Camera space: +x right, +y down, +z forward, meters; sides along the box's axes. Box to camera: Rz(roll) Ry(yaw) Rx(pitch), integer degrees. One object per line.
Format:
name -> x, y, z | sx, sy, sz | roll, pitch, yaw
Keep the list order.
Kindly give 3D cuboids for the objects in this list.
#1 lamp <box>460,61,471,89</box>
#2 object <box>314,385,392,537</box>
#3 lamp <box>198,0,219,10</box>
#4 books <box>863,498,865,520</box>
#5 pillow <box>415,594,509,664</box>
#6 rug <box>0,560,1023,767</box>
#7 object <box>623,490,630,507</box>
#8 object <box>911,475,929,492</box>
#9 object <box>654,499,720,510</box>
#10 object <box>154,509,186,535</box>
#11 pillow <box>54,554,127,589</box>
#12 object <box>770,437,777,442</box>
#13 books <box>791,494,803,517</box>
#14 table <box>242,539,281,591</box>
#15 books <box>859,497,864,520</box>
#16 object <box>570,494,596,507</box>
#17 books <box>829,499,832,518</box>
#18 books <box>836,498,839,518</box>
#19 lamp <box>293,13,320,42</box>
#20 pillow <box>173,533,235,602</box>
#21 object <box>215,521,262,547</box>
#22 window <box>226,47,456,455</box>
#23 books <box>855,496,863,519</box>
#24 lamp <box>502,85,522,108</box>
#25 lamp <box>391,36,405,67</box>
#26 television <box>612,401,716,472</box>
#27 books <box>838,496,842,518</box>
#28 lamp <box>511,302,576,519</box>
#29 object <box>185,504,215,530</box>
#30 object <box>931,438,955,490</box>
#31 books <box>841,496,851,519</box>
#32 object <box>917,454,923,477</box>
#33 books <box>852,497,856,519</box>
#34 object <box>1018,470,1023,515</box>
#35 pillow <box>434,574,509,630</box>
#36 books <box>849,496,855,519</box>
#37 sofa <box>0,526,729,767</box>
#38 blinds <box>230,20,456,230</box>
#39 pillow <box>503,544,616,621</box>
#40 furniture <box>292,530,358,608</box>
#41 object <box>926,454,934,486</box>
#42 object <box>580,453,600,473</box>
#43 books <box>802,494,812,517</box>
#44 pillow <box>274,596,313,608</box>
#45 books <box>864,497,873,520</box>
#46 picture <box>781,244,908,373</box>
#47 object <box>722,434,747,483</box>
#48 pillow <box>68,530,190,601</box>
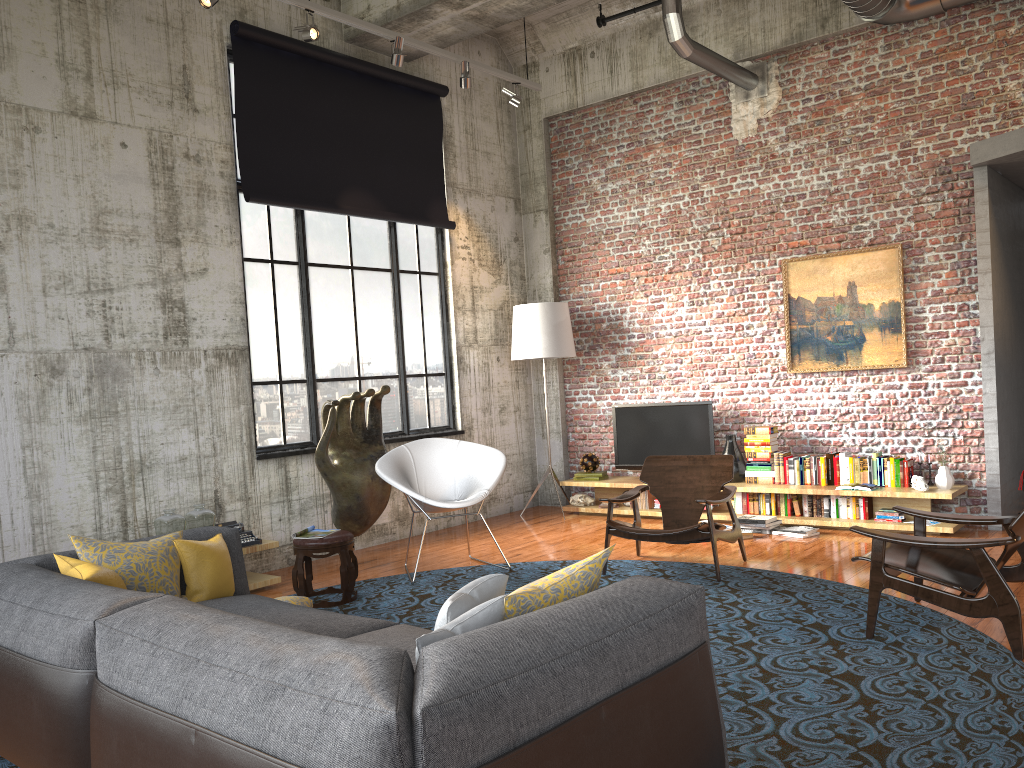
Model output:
lamp -> -0.414, -2.718, 7.849 | 0.102, 0.251, 0.165 | -4, 2, -6
object -> -1.354, 0.675, 7.493 | 0.727, 1.298, 0.456 | -5, 2, -39
lamp -> -2.027, -2.606, 5.916 | 0.102, 0.241, 0.182 | -2, 2, 34
books -> 3.067, 1.071, 7.669 | 0.019, 0.189, 0.120 | -2, 2, 39
pillow -> -0.150, 0.766, 2.467 | 0.168, 0.319, 0.434 | -2, 2, 39
rug -> 0.038, 1.450, 4.696 | 4.845, 0.009, 4.843 | -4, 0, -4
object -> 1.214, 1.191, 9.206 | 0.169, 0.172, 0.068 | -2, 2, 40
object -> 3.370, 0.822, 7.313 | 0.123, 0.123, 0.251 | -4, 1, -6
object -> 1.710, 1.158, 8.681 | 0.600, 0.174, 0.243 | -3, 1, 31
object -> -2.384, 1.057, 6.199 | 0.163, 0.362, 0.162 | -2, 2, 37
pillow -> -1.678, 0.868, 3.594 | 0.228, 0.372, 0.405 | -5, 2, -42
object -> 2.344, 0.524, 8.352 | 0.249, 0.031, 0.178 | -3, 0, 39
books -> 2.598, 1.069, 8.037 | 0.088, 0.256, 0.152 | -2, 2, 39
table -> -2.221, 1.402, 6.553 | 0.475, 0.359, 0.874 | -3, 1, 39
books -> 3.051, 1.076, 7.691 | 0.034, 0.181, 0.131 | -2, 2, 39
object -> 0.761, 1.235, 9.454 | 0.182, 0.133, 0.274 | -4, 1, -42
books -> 2.841, 1.095, 7.857 | 0.020, 0.168, 0.121 | -2, 2, 39
books -> 2.889, 1.092, 7.819 | 0.020, 0.168, 0.121 | -2, 2, 39
lamp -> -1.513, -2.640, 6.581 | 0.261, 0.211, 0.102 | -3, 2, 34
pillow -> -1.393, 0.848, 4.082 | 0.168, 0.319, 0.434 | -3, 1, 14
object -> -2.118, 1.139, 6.652 | 0.382, 0.153, 0.423 | -3, 1, 39
window -> -1.494, -1.127, 8.280 | 0.050, 3.439, 2.575 | -2, 2, 39
books -> 3.024, 1.073, 7.705 | 0.026, 0.191, 0.138 | -2, 2, 39
lamp -> 0.019, -2.742, 8.459 | 0.225, 0.215, 0.102 | -4, 2, -10
lamp -> -0.933, -2.682, 7.208 | 0.102, 0.251, 0.165 | -4, 2, -26
television -> 1.532, 0.584, 8.967 | 1.090, 0.794, 0.285 | -3, 2, 26
books -> 2.917, 1.084, 7.812 | 0.034, 0.181, 0.131 | -2, 2, 39
lamp -> 0.374, 0.283, 9.431 | 0.693, 2.245, 0.707 | -5, 2, -28
object -> -2.238, 1.047, 6.378 | 0.163, 0.362, 0.163 | -2, 2, 42
object -> 3.551, 0.643, 7.290 | 0.197, 0.446, 0.233 | -3, 2, 27
books -> 2.936, 1.080, 7.775 | 0.043, 0.186, 0.129 | -2, 2, 39
object -> 3.503, 0.732, 7.602 | 0.057, 0.273, 0.057 | -4, 2, -1
books -> 3.003, 1.074, 7.718 | 0.026, 0.191, 0.138 | -2, 2, 39
object -> 5.687, 0.812, 0.374 | 20.845, 0.658, 8.756 | -3, 0, 39
pillow -> -0.137, 0.744, 2.665 | 0.171, 0.315, 0.364 | -3, 1, 29
books -> 2.985, 1.075, 7.737 | 0.026, 0.191, 0.138 | -2, 2, 39
sofa -> -0.870, 1.091, 3.169 | 3.005, 0.862, 1.360 | -3, 1, 41
blinds -> -1.430, -2.257, 8.124 | 0.150, 1.465, 2.440 | -2, 2, 40
pillow -> 0.096, 0.745, 2.757 | 0.536, 0.446, 0.260 | -5, 2, -44
furniture -> -1.310, 1.284, 6.222 | 0.432, 0.477, 0.431 | -4, 1, -6
object -> 3.555, 0.729, 7.541 | 0.057, 0.273, 0.057 | -4, 2, -1
object -> 0.834, 0.844, 9.491 | 0.215, 0.208, 0.216 | -3, 1, 28
books -> 2.676, 1.081, 8.001 | 0.049, 0.215, 0.149 | -2, 2, 39
pillow -> -1.425, 1.442, 5.464 | 0.481, 0.247, 0.503 | -3, 1, 5
books -> 3.082, 1.069, 7.653 | 0.026, 0.191, 0.138 | -2, 2, 39
picture -> 2.976, -0.654, 7.990 | 1.065, 1.065, 0.040 | -3, 2, 39
object -> 2.128, 0.718, 8.570 | 0.267, 0.456, 0.268 | -4, 2, -20
pillow -> -1.625, 0.845, 3.847 | 0.536, 0.446, 0.260 | -5, 2, -44
